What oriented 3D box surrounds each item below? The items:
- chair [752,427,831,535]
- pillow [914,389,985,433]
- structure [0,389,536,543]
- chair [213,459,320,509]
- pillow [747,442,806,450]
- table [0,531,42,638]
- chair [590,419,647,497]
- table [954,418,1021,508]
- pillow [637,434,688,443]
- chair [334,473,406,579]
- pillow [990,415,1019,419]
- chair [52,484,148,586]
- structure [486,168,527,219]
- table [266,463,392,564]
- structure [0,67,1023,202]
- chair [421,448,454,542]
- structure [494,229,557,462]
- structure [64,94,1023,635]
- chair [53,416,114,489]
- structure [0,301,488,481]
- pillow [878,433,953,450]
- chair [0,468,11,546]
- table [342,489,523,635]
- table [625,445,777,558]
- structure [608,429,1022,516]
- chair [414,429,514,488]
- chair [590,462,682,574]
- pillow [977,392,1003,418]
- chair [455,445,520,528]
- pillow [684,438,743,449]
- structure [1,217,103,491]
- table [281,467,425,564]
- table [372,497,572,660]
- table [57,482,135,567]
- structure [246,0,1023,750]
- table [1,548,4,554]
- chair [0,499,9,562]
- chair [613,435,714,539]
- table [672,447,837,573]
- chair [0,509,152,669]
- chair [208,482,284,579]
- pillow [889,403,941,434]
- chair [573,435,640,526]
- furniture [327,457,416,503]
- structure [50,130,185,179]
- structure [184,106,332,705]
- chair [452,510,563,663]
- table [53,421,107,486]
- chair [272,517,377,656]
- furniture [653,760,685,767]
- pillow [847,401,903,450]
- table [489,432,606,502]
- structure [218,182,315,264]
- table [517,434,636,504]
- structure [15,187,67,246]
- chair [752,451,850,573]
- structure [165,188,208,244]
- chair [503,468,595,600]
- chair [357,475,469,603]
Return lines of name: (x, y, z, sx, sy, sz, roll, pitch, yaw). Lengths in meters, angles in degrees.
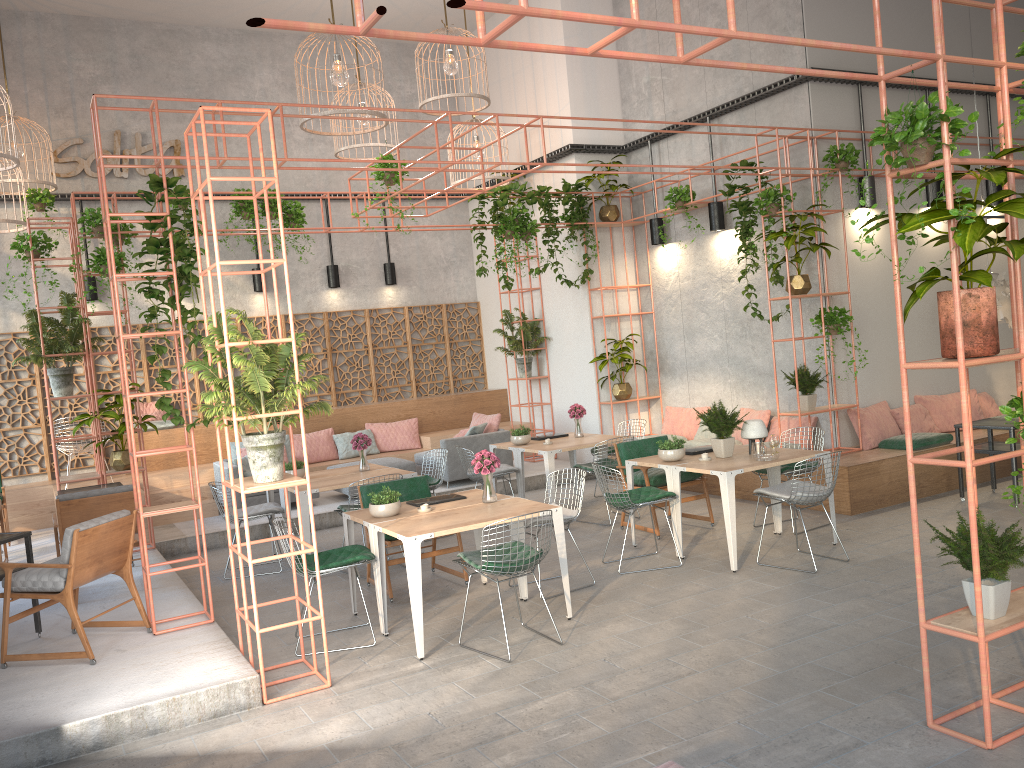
chair: (2.713, 0.929, 8.678, 0.717, 0.941, 0.565, -7, 3, -27)
pillow: (5.314, 0.335, 10.737, 0.839, 0.474, 0.276, -6, 2, -8)
structure: (-3.493, 1.082, 12.182, 9.152, 1.111, 3.396, -7, 3, -28)
chair: (-3.237, 1.253, 11.647, 1.127, 0.586, 1.056, -7, 3, -28)
pillow: (2.991, 0.761, 10.272, 0.491, 0.149, 0.637, -7, 3, -27)
table: (-3.873, 1.526, 6.343, 0.635, 0.798, 0.602, -5, 3, 12)
chair: (1.362, 0.949, 11.157, 0.717, 0.941, 0.565, -7, 3, -27)
table: (4.961, 0.783, 8.975, 0.602, 0.798, 0.635, -7, 3, -28)
pillow: (2.003, 0.775, 12.086, 0.491, 0.149, 0.637, -7, 3, -27)
chair: (-1.353, 1.319, 8.532, 0.565, 0.941, 0.717, -7, 3, -32)
pillow: (6.000, 0.459, 10.678, 0.637, 0.149, 0.491, -7, 3, -27)
chair: (-3.656, 1.375, 7.894, 0.722, 0.929, 0.685, -7, 3, -28)
structure: (-0.104, -2.919, 13.723, 0.903, 0.803, 0.934, -4, 3, 33)
table: (-1.942, 1.374, 9.576, 1.205, 0.830, 0.694, -7, 3, -28)
structure: (1.601, -3.179, 8.159, 15.203, 0.110, 15.603, -7, 3, -28)
chair: (-1.026, 1.231, 9.854, 0.717, 0.941, 0.565, -7, 3, -27)
structure: (0.207, -0.601, 13.953, 0.424, 3.596, 0.624, -7, 3, -28)
structure: (2.360, -1.061, 11.162, 14.096, 4.345, 4.501, -7, 3, -30)
chair: (-5.074, 0.835, 10.508, 0.565, 0.941, 0.717, -6, 3, -20)
structure: (-4.130, 0.020, 13.746, 9.782, 2.103, 0.132, -7, 3, -28)
pillow: (4.489, 0.637, 9.853, 0.637, 0.149, 0.491, -7, 3, -27)
chair: (-6.520, 1.523, 10.729, 0.722, 0.929, 0.685, -7, 3, -28)
table: (-0.625, 1.371, 7.059, 1.205, 0.830, 0.694, -7, 3, -28)
table: (1.796, 1.072, 8.400, 1.205, 0.830, 0.694, -7, 3, -28)
structure: (4.891, 0.795, 12.234, 5.831, 0.500, 4.386, -7, 3, -28)
chair: (-0.700, 1.017, 12.568, 1.052, 0.672, 1.127, -7, 3, -28)
chair: (1.095, 1.120, 7.786, 0.717, 0.941, 0.565, -6, 3, -12)
pillow: (5.870, 0.315, 11.065, 0.666, 0.385, 0.289, -7, 3, -33)
chair: (-0.255, 1.140, 10.265, 0.717, 0.941, 0.565, -6, 3, -12)
pillow: (2.505, 0.768, 11.165, 0.491, 0.149, 0.637, -7, 3, -27)
structure: (-4.822, 0.076, 9.318, 0.722, 3.623, 0.748, -7, 3, -28)
table: (-1.606, 1.369, 8.968, 1.214, 0.830, 0.694, -7, 3, -28)
table: (-0.288, 1.366, 6.449, 1.214, 0.830, 0.694, -7, 3, -28)
table: (-4.168, 1.445, 8.866, 0.602, 0.798, 0.635, -7, 3, -28)
structure: (4.633, -0.396, 3.798, 14.689, 4.247, 4.157, -7, 3, -28)
table: (-5.993, 1.578, 9.764, 0.602, 0.798, 0.635, -7, 3, -28)
chair: (-5.581, 1.509, 9.005, 0.722, 0.929, 0.685, -7, 3, -28)
chair: (1.534, 1.027, 9.084, 0.722, 0.917, 0.685, -7, 3, -28)
table: (2.133, 1.067, 7.790, 1.214, 0.830, 0.694, -7, 3, -28)
chair: (-3.047, 1.399, 6.178, 0.685, 0.914, 0.722, -5, 3, 12)
chair: (-2.644, 1.422, 8.962, 0.717, 0.941, 0.565, -6, 3, -12)
pillow: (4.751, 0.447, 10.455, 0.666, 0.385, 0.289, -7, 3, -33)
chair: (1.036, 1.037, 9.835, 0.565, 0.941, 0.717, -7, 3, -32)
furniture: (-1.907, 1.268, 12.031, 0.975, 0.446, 0.941, -7, 3, -29)
structure: (-5.734, -3.336, 12.888, 1.807, 0.695, 0.087, -7, 3, -28)
structure: (-1.630, 0.134, 5.657, 0.424, 3.602, 0.624, -7, 3, -28)
chair: (-0.036, 1.303, 6.014, 0.565, 0.941, 0.717, -7, 3, -32)
table: (-5.829, 0.918, 11.941, 0.602, 0.798, 0.635, -7, 3, -28)
chair: (-1.327, 1.407, 6.444, 0.717, 0.941, 0.565, -6, 3, -12)
furniture: (0.430, 1.650, 2.767, 0.976, 0.446, 0.941, -7, 3, -29)
pillow: (4.175, 0.468, 10.165, 0.839, 0.474, 0.276, -7, 3, -38)
table: (0.446, 1.093, 10.879, 1.205, 0.830, 0.694, -7, 3, -28)
structure: (-3.638, -2.375, 13.061, 1.434, 1.290, 0.670, -7, 3, -28)
table: (0.783, 1.087, 10.269, 1.214, 0.830, 0.694, -7, 3, -28)
structure: (-6.239, -2.231, 11.697, 0.605, 0.972, 0.587, -7, 3, -30)
chair: (2.386, 1.017, 7.356, 0.565, 0.941, 0.717, -7, 3, -32)
structure: (-4.678, -2.415, 12.549, 0.605, 0.972, 0.587, -7, 3, -30)
chair: (0.290, 1.216, 7.336, 0.717, 0.941, 0.565, -7, 3, -27)
chair: (-0.889, 1.314, 7.743, 0.722, 0.917, 0.685, -7, 3, -28)
